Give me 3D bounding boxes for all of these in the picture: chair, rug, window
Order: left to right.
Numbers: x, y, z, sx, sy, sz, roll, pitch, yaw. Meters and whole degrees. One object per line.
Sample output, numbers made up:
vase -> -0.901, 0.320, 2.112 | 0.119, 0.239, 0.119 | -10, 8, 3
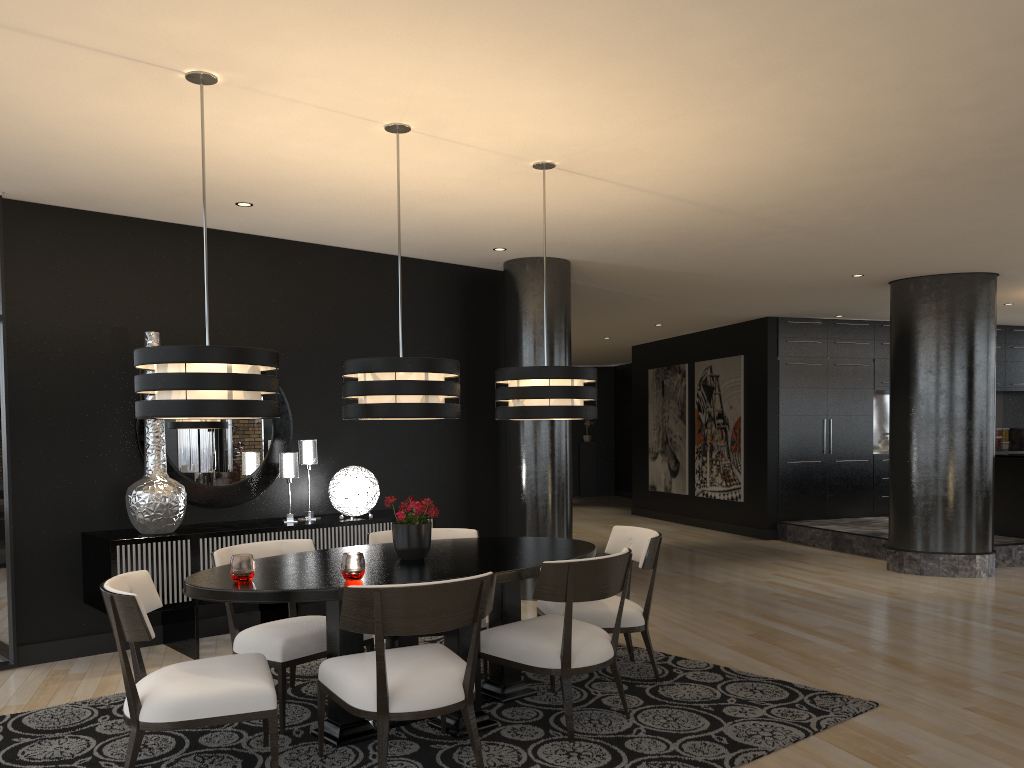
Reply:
chair -> -1.249, 1.149, 3.426 | 0.616, 0.807, 0.642 | -1, 0, -20
chair -> -1.090, 1.197, 4.324 | 0.616, 0.807, 0.642 | 0, 0, 35
rug -> -0.508, 1.577, 4.116 | 3.720, 0.011, 2.719 | 2, -4, -41
chair -> -0.416, 1.145, 3.508 | 0.642, 0.807, 0.616 | -1, 0, -31
chair -> -0.458, 1.218, 4.813 | 0.642, 0.807, 0.615 | -1, 0, -12
chair -> 0.219, 1.171, 4.095 | 0.616, 0.807, 0.642 | 0, 0, 42
chair -> 0.500, 1.211, 4.856 | 0.616, 0.807, 0.642 | -1, 0, -12
window -> 4.759, -0.881, 3.893 | 15.883, 4.791, 10.133 | 1, -3, -32

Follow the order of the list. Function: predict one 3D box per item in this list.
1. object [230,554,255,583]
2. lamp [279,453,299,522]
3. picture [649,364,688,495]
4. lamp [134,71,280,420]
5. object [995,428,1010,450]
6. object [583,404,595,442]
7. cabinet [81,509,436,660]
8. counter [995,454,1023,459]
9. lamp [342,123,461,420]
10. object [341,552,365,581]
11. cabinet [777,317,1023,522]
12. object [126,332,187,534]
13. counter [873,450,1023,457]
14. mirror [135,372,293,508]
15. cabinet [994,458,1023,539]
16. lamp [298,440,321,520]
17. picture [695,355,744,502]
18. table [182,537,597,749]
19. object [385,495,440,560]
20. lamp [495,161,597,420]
object -> -1.068, 0.731, 3.500 | 0.095, 0.106, 0.095 | -1, 0, 15
lamp -> -1.505, 0.697, 5.966 | 0.124, 0.466, 0.132 | -1, 2, -18
picture -> 2.340, 0.683, 13.168 | 0.077, 1.876, 1.154 | -1, 1, -18
lamp -> -1.195, -0.529, 3.444 | 0.535, 1.331, 0.535 | -2, 2, -41
object -> 6.955, 0.791, 12.664 | 0.365, 0.316, 0.113 | 0, 2, -18
object -> 1.573, 0.819, 18.454 | 0.339, 0.788, 0.228 | 0, 2, 11
cabinet -> -1.593, 1.310, 5.927 | 2.236, 0.767, 0.610 | 2, -1, -40
counter -> 6.687, 0.745, 9.311 | 3.113, 0.032, 1.180 | 0, -3, -18
lamp -> -0.511, -0.504, 4.026 | 0.535, 1.331, 0.535 | -2, 2, -41
object -> -0.634, 0.728, 3.524 | 0.095, 0.106, 0.095 | 0, 0, -30
cabinet -> 5.875, 0.486, 12.033 | 5.725, 2.531, 0.727 | 0, 2, -18
object -> -2.156, 0.296, 5.330 | 0.343, 1.211, 0.343 | -2, 2, -32
counter -> 5.871, 0.943, 12.074 | 2.860, 0.034, 0.731 | 0, -3, -18
mirror -> -1.975, 0.301, 5.946 | 1.075, 1.079, 0.025 | 0, 2, -41
cabinet -> 6.692, 1.281, 9.333 | 3.113, 1.039, 1.179 | 0, -1, -18
lamp -> -1.411, 0.662, 6.123 | 0.132, 0.551, 0.124 | 0, 2, 12
picture -> 2.782, 0.605, 11.834 | 0.077, 1.876, 1.154 | -1, 1, -18
table -> -0.455, 1.198, 4.130 | 2.105, 0.770, 1.209 | 1, -3, -39
object -> -0.455, 0.663, 4.092 | 0.237, 0.299, 0.228 | -1, 0, -38
lamp -> 0.173, -0.478, 4.607 | 0.535, 1.331, 0.535 | -2, 2, -41
